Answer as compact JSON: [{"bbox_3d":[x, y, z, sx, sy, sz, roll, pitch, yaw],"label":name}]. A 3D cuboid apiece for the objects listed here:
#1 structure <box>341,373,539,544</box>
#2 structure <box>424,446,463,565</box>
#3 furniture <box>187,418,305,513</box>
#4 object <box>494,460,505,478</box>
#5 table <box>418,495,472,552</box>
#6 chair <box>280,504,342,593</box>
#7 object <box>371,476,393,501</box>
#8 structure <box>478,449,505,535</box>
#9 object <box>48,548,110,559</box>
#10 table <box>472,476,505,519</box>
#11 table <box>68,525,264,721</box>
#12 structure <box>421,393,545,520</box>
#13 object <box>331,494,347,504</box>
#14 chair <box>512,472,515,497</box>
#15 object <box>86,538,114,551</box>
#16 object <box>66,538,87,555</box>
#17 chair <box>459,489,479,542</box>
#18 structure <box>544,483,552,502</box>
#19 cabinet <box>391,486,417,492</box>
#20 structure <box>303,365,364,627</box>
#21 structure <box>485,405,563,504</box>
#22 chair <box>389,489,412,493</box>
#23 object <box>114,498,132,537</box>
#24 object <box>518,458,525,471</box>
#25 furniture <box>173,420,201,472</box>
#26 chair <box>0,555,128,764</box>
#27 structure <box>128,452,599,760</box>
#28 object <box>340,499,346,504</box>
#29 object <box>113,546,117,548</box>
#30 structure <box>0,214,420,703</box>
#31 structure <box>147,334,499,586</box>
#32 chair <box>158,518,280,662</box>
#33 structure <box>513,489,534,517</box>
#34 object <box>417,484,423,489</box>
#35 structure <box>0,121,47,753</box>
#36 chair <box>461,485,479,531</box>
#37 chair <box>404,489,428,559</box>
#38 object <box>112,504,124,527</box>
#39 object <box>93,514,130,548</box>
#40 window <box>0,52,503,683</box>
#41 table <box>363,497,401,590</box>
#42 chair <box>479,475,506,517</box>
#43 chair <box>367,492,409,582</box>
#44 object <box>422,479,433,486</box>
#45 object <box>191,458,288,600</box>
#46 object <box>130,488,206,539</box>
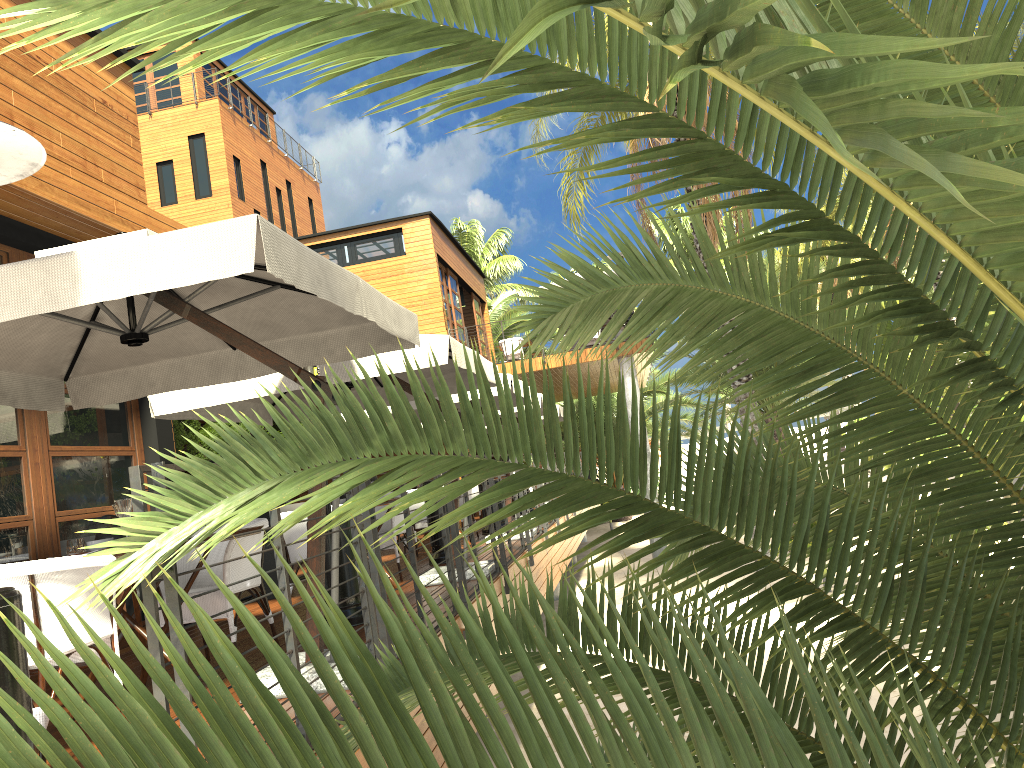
[{"bbox_3d":[-0.912,0.878,11.064,2.412,2.337,2.410,-10,-6,7],"label":"structure"},{"bbox_3d":[-0.838,0.766,9.354,0.699,2.197,0.697,-9,-6,-5],"label":"structure"},{"bbox_3d":[-4.229,1.669,15.548,2.616,2.728,2.689,-9,-6,-3],"label":"furniture"},{"bbox_3d":[-0.318,1.384,14.323,0.263,0.264,0.263,-4,-8,-38],"label":"object"},{"bbox_3d":[-0.870,1.662,10.937,0.931,0.751,0.930,-10,-6,7],"label":"table"},{"bbox_3d":[-1.458,1.339,6.808,0.627,0.790,0.616,-10,-6,8],"label":"chair"},{"bbox_3d":[-1.213,0.885,7.662,0.263,0.264,0.263,-4,-8,-38],"label":"object"},{"bbox_3d":[-0.397,1.012,12.640,0.699,2.197,0.697,-9,-6,-5],"label":"structure"},{"bbox_3d":[-1.878,0.755,3.949,0.294,0.025,0.170,-10,-6,7],"label":"object"},{"bbox_3d":[-0.421,1.912,14.279,0.931,0.751,0.930,-10,-6,7],"label":"table"},{"bbox_3d":[-1.769,1.161,4.254,0.931,0.751,0.930,-10,-6,7],"label":"table"},{"bbox_3d":[-0.464,1.128,14.397,2.412,2.337,2.410,-10,-6,7],"label":"structure"},{"bbox_3d":[-1.499,0.977,7.692,0.168,0.179,0.162,-10,-6,5],"label":"object"},{"bbox_3d":[-0.097,2.098,16.937,0.627,0.790,0.616,-10,-6,8],"label":"chair"},{"bbox_3d":[-1.907,0.755,4.112,0.116,0.065,0.116,-10,-6,11],"label":"object"},{"bbox_3d":[-2.019,0.762,4.110,0.086,0.086,0.086,-10,-6,11],"label":"object"},{"bbox_3d":[-0.765,1.708,11.781,0.627,0.790,0.616,-10,-6,8],"label":"chair"},{"bbox_3d":[0.490,1.507,19.240,0.699,2.197,0.697,-9,-6,-5],"label":"structure"},{"bbox_3d":[-2.338,2.735,19.987,1.610,0.839,0.556,-10,-6,7],"label":"cabinet"},{"bbox_3d":[-1.289,0.515,6.000,0.699,2.197,0.697,-9,-6,-5],"label":"structure"},{"bbox_3d":[-0.016,1.377,17.729,2.412,2.337,2.410,-10,-6,7],"label":"structure"},{"bbox_3d":[-2.330,2.573,18.114,0.617,0.790,0.626,-5,-8,-37],"label":"chair"},{"bbox_3d":[-1.765,0.641,4.060,0.082,0.227,0.082,-10,-6,8],"label":"object"},{"bbox_3d":[0.135,1.636,17.692,0.263,0.264,0.263,-4,-8,-38],"label":"object"},{"bbox_3d":[-4.985,1.298,10.442,2.571,2.728,2.711,-6,-7,-28],"label":"furniture"},{"bbox_3d":[-1.909,1.087,3.450,0.627,0.790,0.616,-10,-6,8],"label":"chair"},{"bbox_3d":[0.867,1.747,15.149,0.163,1.155,26.225,-10,-6,7],"label":"structure"},{"bbox_3d":[-1.455,1.007,7.478,0.116,0.065,0.116,-10,-6,11],"label":"object"},{"bbox_3d":[-1.808,0.750,4.101,0.080,0.042,0.080,-9,-6,-2],"label":"object"},{"bbox_3d":[-1.808,0.379,4.400,2.412,2.337,2.410,-10,-6,7],"label":"structure"},{"bbox_3d":[-1.360,0.628,7.732,2.412,2.337,2.410,-10,-6,7],"label":"structure"},{"bbox_3d":[-1.673,1.202,5.027,0.627,0.790,0.616,-10,-6,8],"label":"chair"},{"bbox_3d":[0.046,1.259,15.936,0.699,2.197,0.697,-9,-6,-5],"label":"structure"},{"bbox_3d":[-1.119,1.264,10.811,0.086,0.086,0.086,-10,-6,11],"label":"object"},{"bbox_3d":[-1.728,0.270,2.737,0.699,2.197,0.697,-9,-6,-5],"label":"structure"},{"bbox_3d":[-0.550,1.845,13.565,0.627,0.790,0.616,-10,-6,8],"label":"chair"},{"bbox_3d":[-1.003,1.593,10.193,0.627,0.790,0.616,-10,-6,8],"label":"chair"},{"bbox_3d":[-2.000,0.727,4.556,0.082,0.227,0.082,-10,-6,8],"label":"object"},{"bbox_3d":[-1.952,0.725,4.326,0.168,0.179,0.162,-10,-6,5],"label":"object"},{"bbox_3d":[-7.162,-4.989,22.378,14.498,18.000,38.315,-7,-6,-16],"label":"window"},{"bbox_3d":[-1.320,1.411,7.596,0.931,0.751,0.930,-10,-6,7],"label":"table"},{"bbox_3d":[-0.320,1.956,15.095,0.627,0.790,0.616,-10,-6,8],"label":"chair"},{"bbox_3d":[-1.228,1.450,8.339,0.627,0.790,0.616,-10,-6,8],"label":"chair"},{"bbox_3d":[-1.053,1.227,11.030,0.163,0.179,0.167,-10,-6,9],"label":"object"},{"bbox_3d":[-2.674,1.410,8.705,0.769,1.400,0.769,-8,-6,-9],"label":"object"},{"bbox_3d":[-1.666,0.633,4.296,0.263,0.264,0.263,-4,-8,-38],"label":"object"}]
